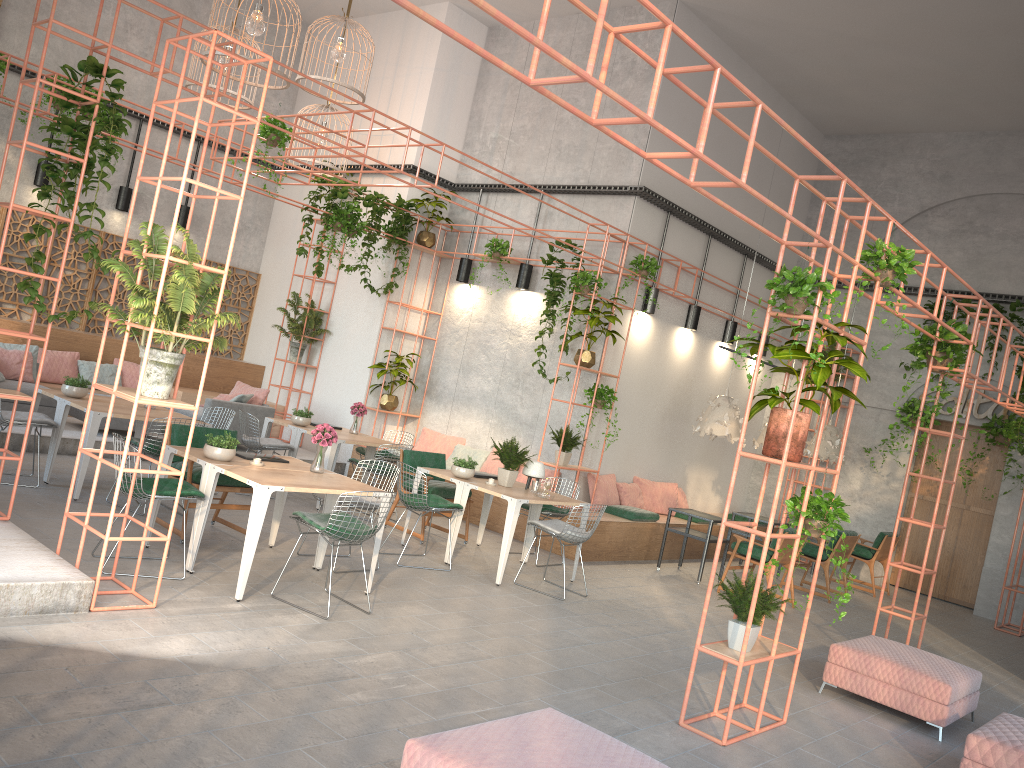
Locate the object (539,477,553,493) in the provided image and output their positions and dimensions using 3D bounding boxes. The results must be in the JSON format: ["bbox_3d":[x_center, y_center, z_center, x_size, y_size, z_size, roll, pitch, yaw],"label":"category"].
[{"bbox_3d":[0.355,1.062,9.238,0.165,0.154,0.210,12,0,31],"label":"object"}]

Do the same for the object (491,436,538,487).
[{"bbox_3d":[-0.033,0.786,9.104,0.438,0.527,0.368,12,0,41],"label":"object"}]

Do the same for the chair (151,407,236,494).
[{"bbox_3d":[-3.506,0.691,9.762,0.565,0.941,0.717,12,0,42],"label":"chair"}]

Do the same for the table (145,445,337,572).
[{"bbox_3d":[-2.202,1.027,7.277,0.694,0.830,1.205,12,0,41],"label":"table"}]

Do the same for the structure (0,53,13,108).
[{"bbox_3d":[-6.697,-3.931,11.291,0.587,0.972,0.605,12,0,39],"label":"structure"}]

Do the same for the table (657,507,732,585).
[{"bbox_3d":[2.275,2.013,11.045,0.635,0.798,0.602,12,0,41],"label":"table"}]

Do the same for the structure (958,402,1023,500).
[{"bbox_3d":[7.269,0.991,13.197,0.950,1.527,0.921,12,0,39],"label":"structure"}]

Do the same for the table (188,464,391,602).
[{"bbox_3d":[-1.685,1.136,6.823,0.694,0.830,1.214,12,0,41],"label":"table"}]

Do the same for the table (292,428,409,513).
[{"bbox_3d":[-1.997,1.062,10.787,0.694,0.830,1.214,12,0,41],"label":"table"}]

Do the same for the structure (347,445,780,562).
[{"bbox_3d":[1.061,1.906,14.068,4.386,0.500,5.831,12,0,41],"label":"structure"}]

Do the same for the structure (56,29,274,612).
[{"bbox_3d":[-2.259,-0.404,5.710,0.624,3.602,0.424,12,0,41],"label":"structure"}]

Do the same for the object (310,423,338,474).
[{"bbox_3d":[-1.569,0.527,7.302,0.213,0.414,0.225,12,0,33],"label":"object"}]

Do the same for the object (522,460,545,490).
[{"bbox_3d":[0.220,0.961,9.266,0.241,0.313,0.241,12,0,-4],"label":"object"}]

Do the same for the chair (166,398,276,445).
[{"bbox_3d":[-4.112,0.498,12.429,1.127,0.672,1.052,12,0,41],"label":"chair"}]

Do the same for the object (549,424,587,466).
[{"bbox_3d":[0.654,0.758,11.139,0.438,0.527,0.368,12,0,41],"label":"object"}]

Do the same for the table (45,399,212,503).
[{"bbox_3d":[-3.751,0.683,8.723,0.694,0.830,1.214,12,0,41],"label":"table"}]

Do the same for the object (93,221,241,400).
[{"bbox_3d":[-2.198,-0.462,5.658,0.900,1.100,0.894,12,0,-20],"label":"object"}]

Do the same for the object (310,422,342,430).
[{"bbox_3d":[-2.424,0.532,11.391,0.268,0.031,0.427,12,0,41],"label":"object"}]

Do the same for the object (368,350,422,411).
[{"bbox_3d":[-1.821,-0.071,13.317,0.903,0.919,0.934,12,0,12],"label":"object"}]

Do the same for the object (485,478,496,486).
[{"bbox_3d":[-0.209,0.984,8.955,0.115,0.078,0.115,12,0,-43],"label":"object"}]

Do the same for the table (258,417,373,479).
[{"bbox_3d":[-2.515,0.952,11.241,0.694,0.830,1.205,12,0,41],"label":"table"}]

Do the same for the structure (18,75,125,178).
[{"bbox_3d":[-5.961,-3.610,12.127,0.670,1.290,1.434,12,0,41],"label":"structure"}]

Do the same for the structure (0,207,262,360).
[{"bbox_3d":[-7.311,-1.480,12.419,0.132,2.103,9.782,12,0,41],"label":"structure"}]

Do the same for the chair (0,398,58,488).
[{"bbox_3d":[-4.690,0.436,8.354,0.717,0.941,0.565,12,0,-33],"label":"chair"}]

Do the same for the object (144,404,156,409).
[{"bbox_3d":[-3.732,0.053,9.223,0.213,0.414,0.225,12,0,33],"label":"object"}]

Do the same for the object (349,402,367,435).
[{"bbox_3d":[-1.976,0.432,11.293,0.213,0.414,0.225,12,0,33],"label":"object"}]

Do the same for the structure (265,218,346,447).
[{"bbox_3d":[-3.338,-0.832,14.159,0.624,3.596,0.424,12,0,41],"label":"structure"}]

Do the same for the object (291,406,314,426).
[{"bbox_3d":[-2.573,0.389,10.861,0.248,0.247,0.254,12,0,41],"label":"object"}]

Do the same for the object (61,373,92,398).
[{"bbox_3d":[-4.324,0.011,8.796,0.247,0.247,0.252,12,0,41],"label":"object"}]

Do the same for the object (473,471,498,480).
[{"bbox_3d":[-0.339,0.977,9.541,0.268,0.031,0.427,12,0,41],"label":"object"}]

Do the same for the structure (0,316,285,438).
[{"bbox_3d":[-6.489,-0.232,11.098,3.396,1.111,9.152,12,0,41],"label":"structure"}]

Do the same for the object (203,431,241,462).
[{"bbox_3d":[-2.262,0.477,6.898,0.247,0.247,0.252,12,0,41],"label":"object"}]

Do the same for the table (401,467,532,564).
[{"bbox_3d":[-0.429,1.396,9.391,0.694,0.830,1.205,12,0,41],"label":"table"}]

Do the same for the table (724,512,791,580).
[{"bbox_3d":[3.399,2.256,12.371,0.635,0.798,0.602,12,0,41],"label":"table"}]

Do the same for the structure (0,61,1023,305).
[{"bbox_3d":[0.671,-2.721,9.414,15.603,0.110,15.203,12,0,41],"label":"structure"}]

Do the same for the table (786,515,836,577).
[{"bbox_3d":[4.523,2.498,13.696,0.635,0.798,0.602,12,0,41],"label":"table"}]

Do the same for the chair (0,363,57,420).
[{"bbox_3d":[-6.119,0.021,10.673,1.056,0.586,1.127,12,0,41],"label":"chair"}]

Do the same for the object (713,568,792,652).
[{"bbox_3d":[1.499,1.448,5.705,0.438,0.527,0.368,12,0,41],"label":"object"}]

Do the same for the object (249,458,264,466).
[{"bbox_3d":[-2.020,0.615,7.024,0.115,0.073,0.115,12,0,35],"label":"object"}]

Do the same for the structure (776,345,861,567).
[{"bbox_3d":[5.012,1.169,14.639,0.630,3.597,0.430,12,0,41],"label":"structure"}]

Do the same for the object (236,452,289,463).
[{"bbox_3d":[-2.114,0.619,7.427,0.268,0.031,0.427,12,0,41],"label":"object"}]

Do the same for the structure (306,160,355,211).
[{"bbox_3d":[-2.886,-3.133,14.009,0.903,0.803,0.934,12,0,12],"label":"structure"}]

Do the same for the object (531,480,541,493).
[{"bbox_3d":[0.241,1.051,9.054,0.095,0.119,0.095,12,0,-25],"label":"object"}]

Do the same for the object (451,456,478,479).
[{"bbox_3d":[-0.487,0.834,9.011,0.248,0.247,0.254,12,0,41],"label":"object"}]

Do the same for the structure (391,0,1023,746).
[{"bbox_3d":[4.137,0.947,6.177,4.157,4.247,14.689,12,0,41],"label":"structure"}]

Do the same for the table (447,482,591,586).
[{"bbox_3d":[0.088,1.507,8.938,0.694,0.830,1.214,12,0,41],"label":"table"}]

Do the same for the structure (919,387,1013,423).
[{"bbox_3d":[6.890,0.264,13.524,1.312,0.505,0.063,12,0,41],"label":"structure"}]

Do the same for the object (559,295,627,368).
[{"bbox_3d":[0.985,-0.672,11.011,0.903,0.947,0.934,12,0,2],"label":"object"}]

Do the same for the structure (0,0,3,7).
[{"bbox_3d":[-7.502,-5.128,11.311,0.087,0.695,1.807,12,0,41],"label":"structure"}]

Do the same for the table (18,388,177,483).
[{"bbox_3d":[-4.267,0.573,9.175,0.694,0.830,1.205,12,0,41],"label":"table"}]

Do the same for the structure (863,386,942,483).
[{"bbox_3d":[6.270,0.757,14.030,0.950,1.527,0.921,12,0,-16],"label":"structure"}]

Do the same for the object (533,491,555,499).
[{"bbox_3d":[0.317,1.107,8.828,0.218,0.041,0.218,12,0,-41],"label":"object"}]

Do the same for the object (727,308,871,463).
[{"bbox_3d":[1.802,0.013,5.593,0.924,0.946,0.923,12,0,7],"label":"object"}]

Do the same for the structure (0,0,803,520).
[{"bbox_3d":[-0.303,-0.567,12.328,4.501,4.345,14.096,12,0,40],"label":"structure"}]

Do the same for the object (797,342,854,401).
[{"bbox_3d":[5.160,-0.264,14.641,0.894,1.101,0.900,12,0,10],"label":"object"}]

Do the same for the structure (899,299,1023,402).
[{"bbox_3d":[7.001,-0.569,13.441,1.939,1.514,0.856,12,0,35],"label":"structure"}]

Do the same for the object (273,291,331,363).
[{"bbox_3d":[-3.339,-0.889,14.040,0.900,1.097,0.894,12,0,-20],"label":"object"}]
